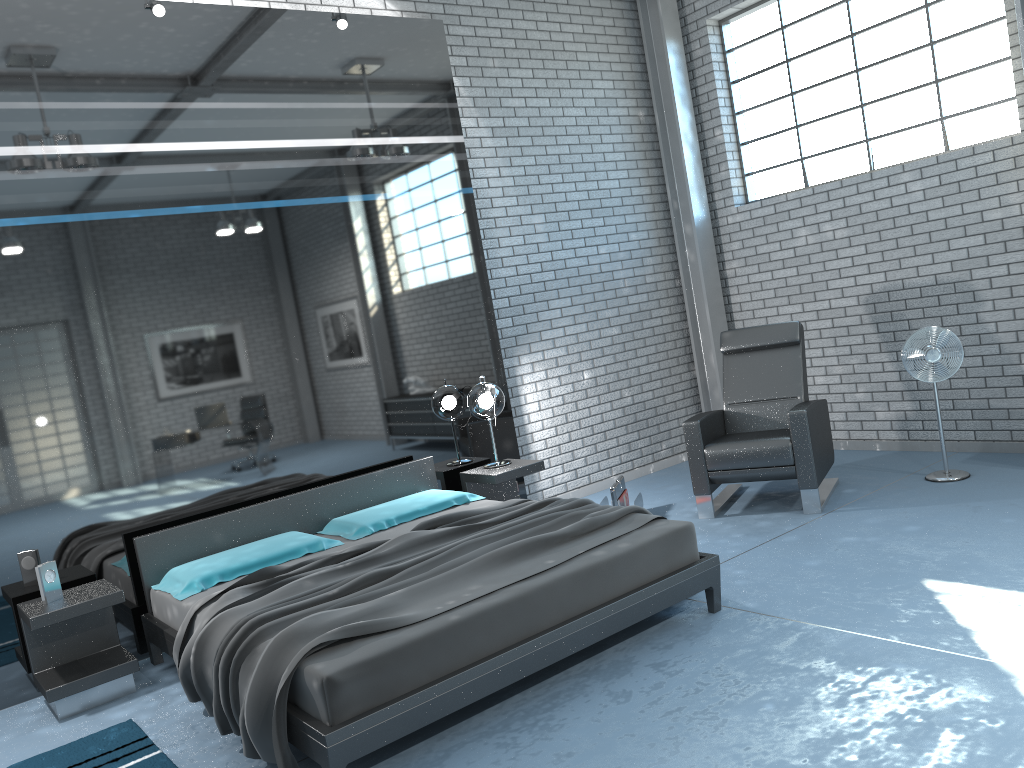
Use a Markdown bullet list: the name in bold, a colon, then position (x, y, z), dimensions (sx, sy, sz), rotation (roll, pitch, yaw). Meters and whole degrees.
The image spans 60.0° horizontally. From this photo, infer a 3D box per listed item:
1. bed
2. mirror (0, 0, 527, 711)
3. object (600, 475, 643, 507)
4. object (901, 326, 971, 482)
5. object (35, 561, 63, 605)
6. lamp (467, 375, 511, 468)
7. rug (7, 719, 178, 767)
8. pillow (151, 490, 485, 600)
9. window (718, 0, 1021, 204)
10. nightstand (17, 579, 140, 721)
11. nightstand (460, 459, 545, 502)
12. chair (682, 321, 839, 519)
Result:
- **bed**: position (-0.455, 0.897, 4.303), dimensions (2.290, 0.674, 2.261), rotation (-13, 5, -36)
- **mirror**: position (-1.517, -0.432, 5.156), dimensions (3.400, 3.500, 0.050), rotation (-13, 5, -36)
- **object**: position (0.712, 0.770, 5.835), dimensions (0.236, 0.271, 0.352), rotation (-9, 5, 18)
- **object**: position (2.618, 0.110, 5.461), dimensions (0.342, 0.954, 0.258), rotation (-8, 5, 19)
- **object**: position (-2.196, 0.940, 4.210), dimensions (0.032, 0.184, 0.100), rotation (-8, 5, 22)
- **lamp**: position (-0.144, 0.236, 5.819), dimensions (0.259, 0.596, 0.250), rotation (-12, 5, -28)
- **rug**: position (-1.405, 1.513, 2.788), dimensions (0.886, 0.012, 2.060), rotation (-13, 5, -36)
- **pillow**: position (-1.016, 0.834, 4.897), dimensions (1.810, 0.115, 0.567), rotation (-13, 5, -36)
- **window**: position (2.487, -2.252, 6.367), dimensions (0.100, 1.500, 2.200), rotation (-13, 5, -36)
- **nightstand**: position (-2.071, 1.263, 4.255), dimensions (0.400, 0.501, 0.400), rotation (-13, 5, -36)
- **nightstand**: position (-0.026, 0.783, 5.787), dimensions (0.400, 0.501, 0.400), rotation (-13, 5, -36)
- **chair**: position (1.599, 0.197, 5.714), dimensions (0.763, 1.099, 0.940), rotation (-8, 5, 29)
